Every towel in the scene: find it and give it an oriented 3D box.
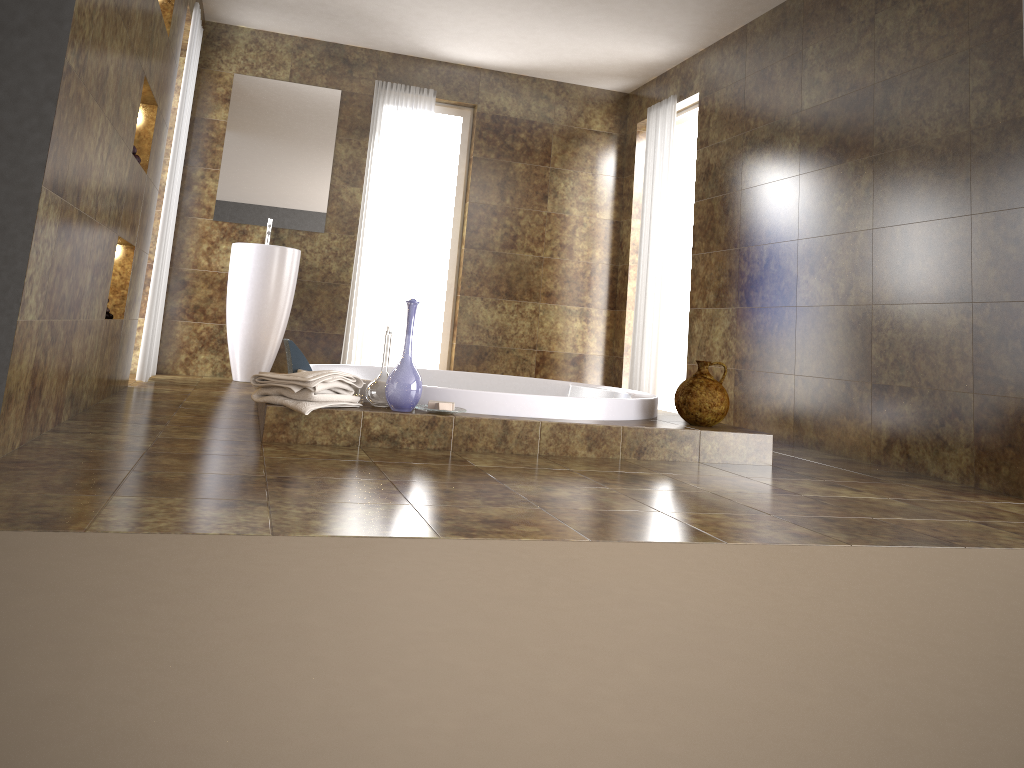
[{"bbox_3d":[-0.747,0.018,3.143,0.340,0.153,0.314,5,0,28],"label":"towel"}]

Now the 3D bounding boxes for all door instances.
[{"bbox_3d":[1.542,-0.887,6.589,0.964,2.278,0.038,2,-10,17],"label":"door"}]

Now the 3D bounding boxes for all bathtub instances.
[{"bbox_3d":[-0.186,0.123,4.182,1.756,0.534,1.717,5,2,14],"label":"bathtub"}]

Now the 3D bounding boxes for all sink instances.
[{"bbox_3d":[-1.705,-0.587,5.856,0.456,1.162,0.427,7,-8,-14],"label":"sink"}]

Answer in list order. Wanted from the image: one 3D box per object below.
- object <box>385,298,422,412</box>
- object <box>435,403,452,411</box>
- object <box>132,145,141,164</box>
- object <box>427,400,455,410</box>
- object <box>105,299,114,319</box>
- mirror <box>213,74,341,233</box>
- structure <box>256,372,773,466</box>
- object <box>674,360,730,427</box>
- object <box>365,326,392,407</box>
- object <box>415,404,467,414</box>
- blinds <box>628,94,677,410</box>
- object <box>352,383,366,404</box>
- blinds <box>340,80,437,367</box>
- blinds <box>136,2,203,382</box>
[{"bbox_3d":[-0.390,-0.112,3.218,0.136,0.429,0.132,6,-9,-9],"label":"object"},{"bbox_3d":[-0.251,0.084,3.173,0.053,0.035,0.072,5,0,-16],"label":"object"},{"bbox_3d":[-1.808,-1.169,4.031,0.173,0.291,0.109,7,-8,-16],"label":"object"},{"bbox_3d":[-0.265,0.083,3.241,0.100,0.033,0.060,5,0,-1],"label":"object"},{"bbox_3d":[-1.853,-0.433,3.883,0.151,0.280,0.148,7,-7,-16],"label":"object"},{"bbox_3d":[-1.684,-1.668,6.253,0.762,1.116,0.008,6,-10,-16],"label":"mirror"},{"bbox_3d":[-0.186,0.131,4.182,1.991,0.127,1.987,4,3,-17],"label":"structure"},{"bbox_3d":[0.810,0.038,3.683,0.229,0.281,0.225,0,-7,45],"label":"object"},{"bbox_3d":[-0.488,-0.070,3.323,0.130,0.315,0.126,6,-8,-9],"label":"object"},{"bbox_3d":[-0.266,0.099,3.228,0.188,0.019,0.189,3,3,-28],"label":"object"},{"bbox_3d":[1.013,-0.965,6.252,0.068,2.328,0.473,8,-10,-18],"label":"blinds"},{"bbox_3d":[-0.660,0.029,3.379,0.167,0.077,0.169,4,1,-35],"label":"object"},{"bbox_3d":[-0.892,-1.137,6.376,0.515,2.316,0.066,7,-10,-16],"label":"blinds"},{"bbox_3d":[-2.057,-1.174,5.268,0.067,2.328,0.587,8,-10,-18],"label":"blinds"}]
